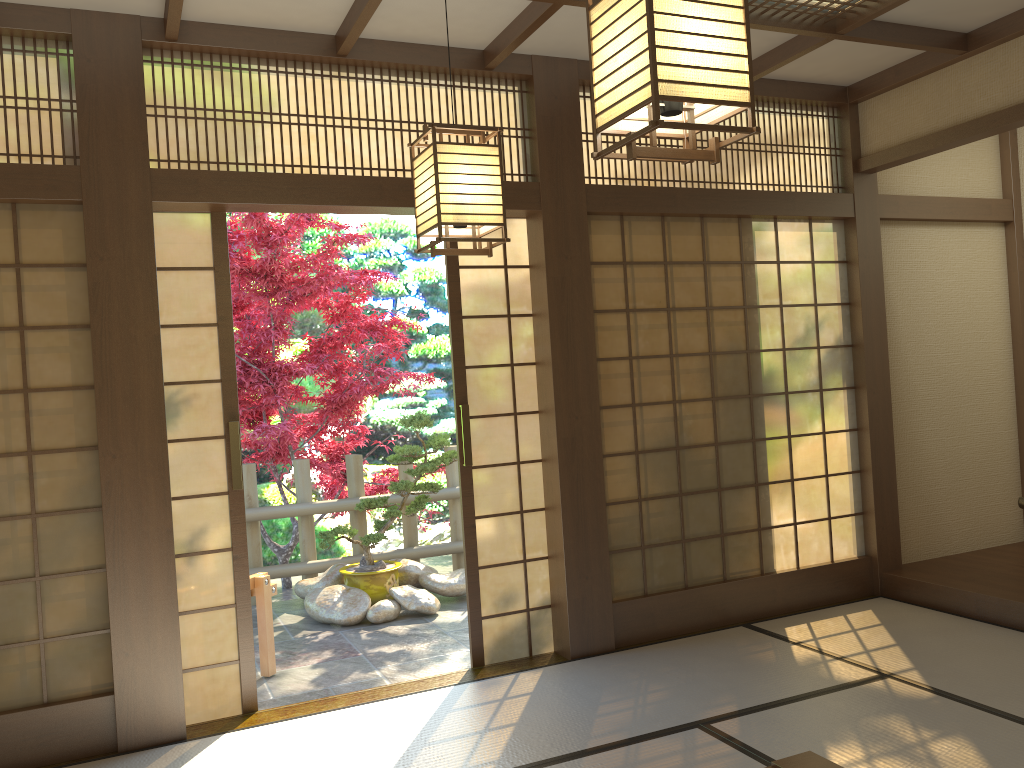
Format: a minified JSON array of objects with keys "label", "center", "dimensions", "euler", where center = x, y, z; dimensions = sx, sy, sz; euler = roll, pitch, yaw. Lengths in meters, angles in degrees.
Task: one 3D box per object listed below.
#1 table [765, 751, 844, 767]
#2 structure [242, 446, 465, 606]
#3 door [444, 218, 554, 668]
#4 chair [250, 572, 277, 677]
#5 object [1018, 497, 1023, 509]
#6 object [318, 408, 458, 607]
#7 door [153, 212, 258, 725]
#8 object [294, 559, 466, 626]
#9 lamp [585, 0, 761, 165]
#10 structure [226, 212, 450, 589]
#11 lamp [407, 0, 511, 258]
[{"label":"table","center":[0.547,1.165,1.699],"dimensions":[1.000,0.350,1.000],"euler":[-4,0,-24]},{"label":"structure","center":[-1.117,1.087,6.813],"dimensions":[7.456,1.136,0.245],"euler":[-4,0,-24]},{"label":"door","center":[0.605,0.240,4.745],"dimensions":[1.894,2.380,0.073],"euler":[-4,0,-24]},{"label":"chair","center":[-1.724,1.290,4.650],"dimensions":[0.698,0.598,0.704],"euler":[-4,0,23]},{"label":"object","center":[3.165,0.691,4.408],"dimensions":[0.100,0.144,1.369],"euler":[-4,0,-22]},{"label":"object","center":[-0.834,0.858,6.251],"dimensions":[1.032,1.362,0.586],"euler":[-4,0,2]},{"label":"door","center":[-2.065,0.412,3.570],"dimensions":[1.894,2.380,0.073],"euler":[-4,0,-24]},{"label":"object","center":[-0.845,1.412,6.217],"dimensions":[1.260,0.276,1.147],"euler":[-4,0,-28]},{"label":"lamp","center":[0.276,-0.990,1.703],"dimensions":[0.240,1.129,0.240],"euler":[-4,0,-24]},{"label":"structure","center":[-2.264,-0.232,7.254],"dimensions":[3.412,4.004,3.045],"euler":[-4,0,9]},{"label":"lamp","center":[-0.192,-0.960,2.770],"dimensions":[0.240,1.129,0.240],"euler":[-4,0,-24]}]
